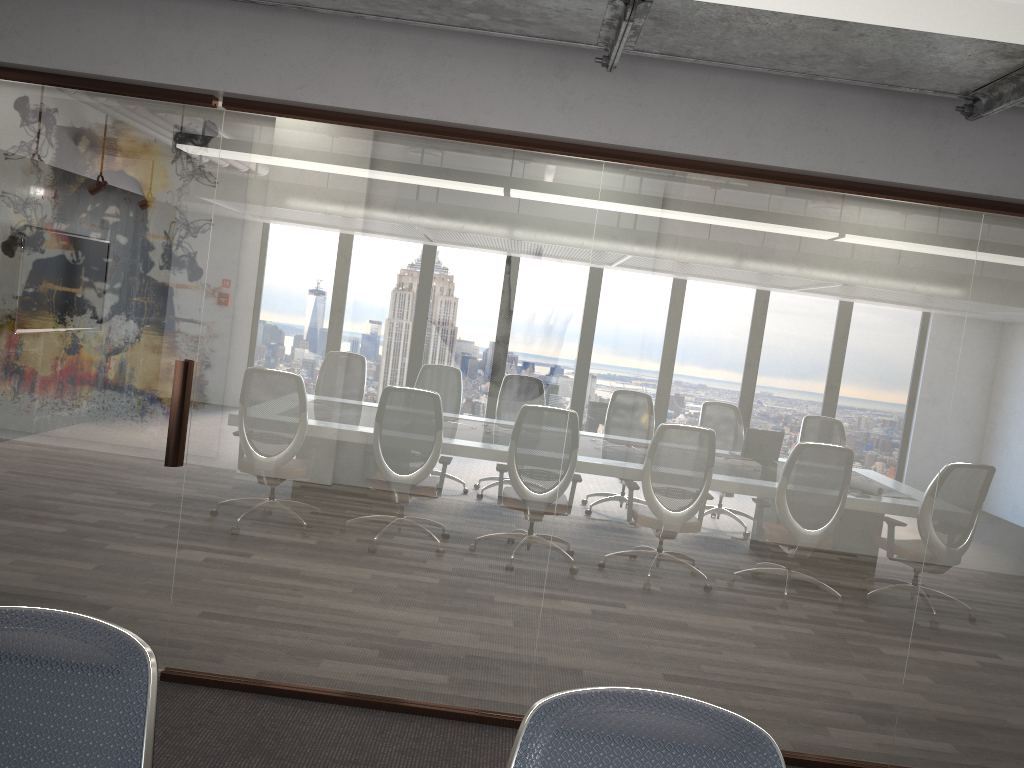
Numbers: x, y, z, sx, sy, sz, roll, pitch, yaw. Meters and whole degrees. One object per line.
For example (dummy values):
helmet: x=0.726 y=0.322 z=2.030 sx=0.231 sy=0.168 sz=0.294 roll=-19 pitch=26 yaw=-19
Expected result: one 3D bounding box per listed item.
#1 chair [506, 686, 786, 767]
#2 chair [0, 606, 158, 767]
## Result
chair: x=0.164 y=1.088 z=1.061 sx=0.789 sy=1.166 sz=0.828 roll=5 pitch=5 yaw=-36
chair: x=-0.775 y=0.961 z=1.060 sx=0.789 sy=1.166 sz=0.828 roll=5 pitch=5 yaw=-36
